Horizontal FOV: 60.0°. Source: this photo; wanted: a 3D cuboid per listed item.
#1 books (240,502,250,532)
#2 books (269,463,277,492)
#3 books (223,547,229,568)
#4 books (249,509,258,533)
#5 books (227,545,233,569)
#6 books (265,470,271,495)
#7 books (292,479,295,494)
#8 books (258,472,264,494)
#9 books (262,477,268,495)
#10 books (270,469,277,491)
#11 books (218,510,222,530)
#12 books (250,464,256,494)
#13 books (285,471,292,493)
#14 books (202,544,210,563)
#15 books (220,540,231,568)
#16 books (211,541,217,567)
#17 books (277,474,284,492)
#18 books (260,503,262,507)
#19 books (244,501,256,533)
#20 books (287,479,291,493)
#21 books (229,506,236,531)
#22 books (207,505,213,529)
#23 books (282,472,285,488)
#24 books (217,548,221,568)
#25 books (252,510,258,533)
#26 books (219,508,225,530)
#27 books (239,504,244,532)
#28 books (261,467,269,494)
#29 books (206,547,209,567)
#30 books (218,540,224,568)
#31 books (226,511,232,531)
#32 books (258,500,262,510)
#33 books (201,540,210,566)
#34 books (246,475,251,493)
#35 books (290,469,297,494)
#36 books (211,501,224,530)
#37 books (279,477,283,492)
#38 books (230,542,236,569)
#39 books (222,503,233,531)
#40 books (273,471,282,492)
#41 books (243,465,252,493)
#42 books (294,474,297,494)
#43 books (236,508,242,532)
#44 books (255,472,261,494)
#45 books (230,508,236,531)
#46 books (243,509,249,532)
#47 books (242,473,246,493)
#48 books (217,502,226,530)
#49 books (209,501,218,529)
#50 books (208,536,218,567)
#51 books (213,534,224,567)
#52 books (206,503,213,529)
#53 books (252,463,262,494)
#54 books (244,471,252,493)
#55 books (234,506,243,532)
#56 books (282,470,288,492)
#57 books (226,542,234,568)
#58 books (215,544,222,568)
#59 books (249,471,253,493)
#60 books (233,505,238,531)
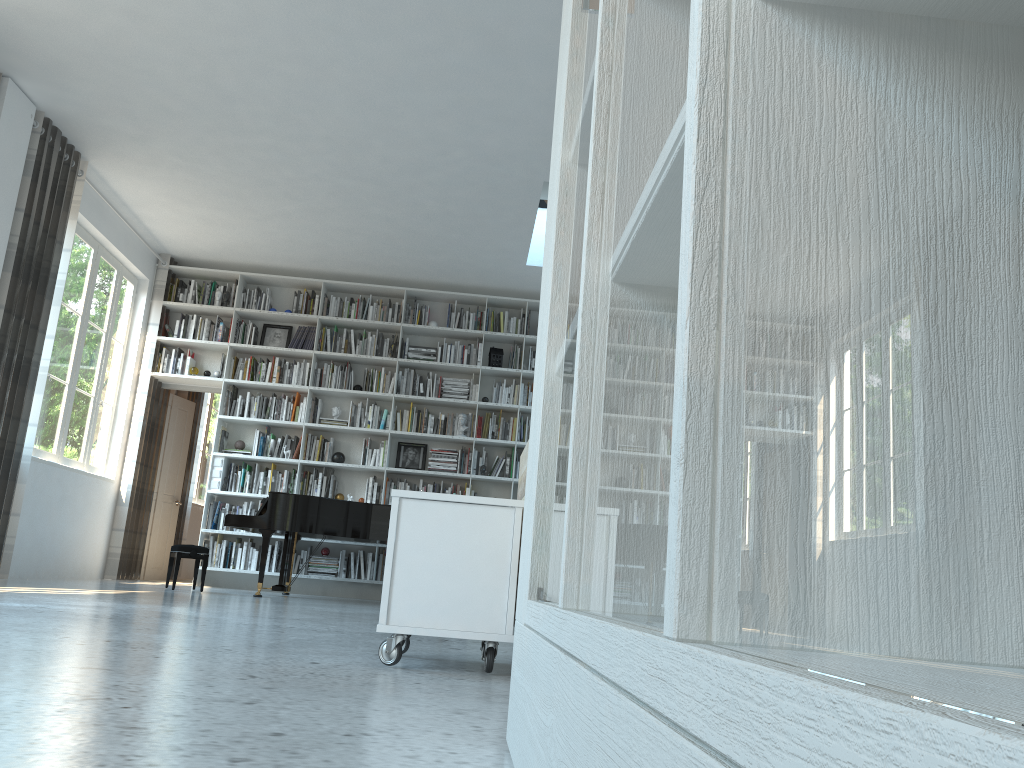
[{"bbox_3d":[-2.618,1.313,8.711,0.027,0.299,0.142,5,-12,-2],"label":"books"},{"bbox_3d":[-2.371,0.956,8.786,0.021,0.322,0.172,5,-12,-2],"label":"books"},{"bbox_3d":[-2.764,1.688,8.622,0.022,0.205,0.159,5,-12,-2],"label":"books"},{"bbox_3d":[-2.542,1.351,8.711,0.031,0.238,0.132,5,-12,-2],"label":"books"},{"bbox_3d":[-2.719,1.684,8.619,0.022,0.220,0.163,5,-12,-2],"label":"books"},{"bbox_3d":[-2.395,0.988,8.781,0.026,0.253,0.177,5,-12,-2],"label":"books"},{"bbox_3d":[-2.153,1.048,8.804,0.023,0.186,0.130,5,-12,-2],"label":"books"},{"bbox_3d":[-2.465,0.993,8.775,0.027,0.229,0.159,5,-12,-2],"label":"books"},{"bbox_3d":[-2.424,1.019,8.762,0.029,0.181,0.190,5,-12,-2],"label":"books"},{"bbox_3d":[-2.348,0.987,8.773,0.028,0.260,0.181,5,-12,-2],"label":"books"},{"bbox_3d":[-2.837,1.343,8.693,0.024,0.197,0.148,5,-12,-2],"label":"books"},{"bbox_3d":[-2.541,0.949,8.766,0.019,0.299,0.180,5,-12,-2],"label":"books"},{"bbox_3d":[-2.222,1.003,8.797,0.013,0.259,0.143,5,-12,-2],"label":"books"},{"bbox_3d":[-2.966,1.666,8.619,0.023,0.215,0.159,5,-12,-2],"label":"books"},{"bbox_3d":[-2.783,1.654,8.612,0.023,0.265,0.177,5,-12,-2],"label":"books"},{"bbox_3d":[-2.875,1.658,8.621,0.024,0.246,0.143,5,-12,-2],"label":"books"},{"bbox_3d":[-2.297,1.011,8.791,0.025,0.228,0.153,5,-12,-2],"label":"books"},{"bbox_3d":[-2.463,1.326,8.703,0.012,0.294,0.176,5,-12,-2],"label":"books"},{"bbox_3d":[-2.572,1.310,8.696,0.039,0.306,0.172,5,-12,-2],"label":"books"},{"bbox_3d":[-2.199,1.043,8.789,0.041,0.181,0.142,5,-12,-2],"label":"books"},{"bbox_3d":[-2.736,1.330,8.711,0.022,0.247,0.134,5,-12,-2],"label":"books"},{"bbox_3d":[-2.933,1.311,8.680,0.029,0.238,0.154,5,-12,-2],"label":"books"},{"bbox_3d":[-2.255,1.006,8.792,0.010,0.245,0.160,5,-12,-2],"label":"books"},{"bbox_3d":[-2.823,1.692,8.615,0.022,0.185,0.145,5,-12,-2],"label":"books"},{"bbox_3d":[-2.513,1.359,8.707,0.028,0.224,0.134,5,-12,-2],"label":"books"},{"bbox_3d":[-2.811,1.330,8.675,0.022,0.220,0.188,5,-12,-2],"label":"books"},{"bbox_3d":[-2.639,1.326,8.714,0.013,0.273,0.146,5,-12,-2],"label":"books"},{"bbox_3d":[-2.442,0.970,8.780,0.014,0.281,0.150,5,-12,-2],"label":"books"},{"bbox_3d":[-2.940,1.675,8.591,0.029,0.190,0.177,5,-12,-2],"label":"books"},{"bbox_3d":[-2.801,1.653,8.605,0.013,0.261,0.174,5,-12,-2],"label":"books"},{"bbox_3d":[-2.761,1.351,8.702,0.025,0.199,0.137,5,-12,-2],"label":"books"},{"bbox_3d":[-2.474,1.309,8.698,0.014,0.324,0.171,5,-12,-2],"label":"books"},{"bbox_3d":[-2.982,1.646,8.622,0.012,0.253,0.161,5,-12,-2],"label":"books"},{"bbox_3d":[-2.588,0.999,8.753,0.016,0.188,0.184,5,-12,-2],"label":"books"},{"bbox_3d":[-2.166,0.991,8.782,0.014,0.285,0.180,5,-12,-2],"label":"books"},{"bbox_3d":[-2.880,1.293,8.680,0.052,0.283,0.172,5,-12,-2],"label":"books"},{"bbox_3d":[-2.274,1.031,8.791,0.023,0.193,0.140,5,-12,-2],"label":"books"},{"bbox_3d":[-2.694,1.670,8.630,0.027,0.256,0.160,5,-12,-2],"label":"books"},{"bbox_3d":[-2.784,1.311,8.687,0.029,0.265,0.172,5,-12,-2],"label":"books"},{"bbox_3d":[-2.321,0.996,8.777,0.028,0.248,0.159,5,-12,-2],"label":"books"},{"bbox_3d":[-2.610,0.949,8.760,0.007,0.285,0.182,5,-12,-2],"label":"books"},{"bbox_3d":[-2.133,1.018,8.785,0.010,0.239,0.175,5,-12,-2],"label":"books"},{"bbox_3d":[-2.661,1.341,8.690,0.028,0.228,0.158,5,-12,-2],"label":"books"},{"bbox_3d":[-2.502,0.994,8.790,0.045,0.229,0.138,5,-12,-2],"label":"books"},{"bbox_3d":[-2.710,1.337,8.677,0.028,0.222,0.189,5,-12,-2],"label":"books"},{"bbox_3d":[-2.602,1.348,8.707,0.012,0.232,0.149,5,-12,-2],"label":"books"},{"bbox_3d":[-2.636,0.991,8.783,0.016,0.210,0.146,5,-12,-2],"label":"books"},{"bbox_3d":[-2.851,1.305,8.699,0.010,0.273,0.150,5,-12,-2],"label":"books"},{"bbox_3d":[-2.911,1.291,8.669,0.011,0.276,0.189,5,-12,-2],"label":"books"},{"bbox_3d":[-2.907,1.630,8.618,0.044,0.293,0.181,5,-12,-2],"label":"books"},{"bbox_3d":[-2.855,1.624,8.626,0.011,0.318,0.158,5,-12,-2],"label":"books"},{"bbox_3d":[-2.954,1.305,8.695,0.012,0.253,0.161,5,-12,-2],"label":"books"},{"bbox_3d":[-2.526,0.950,8.779,0.012,0.305,0.190,5,-12,-2],"label":"books"},{"bbox_3d":[-2.602,0.984,8.760,0.015,0.218,0.190,5,-12,-2],"label":"books"},{"bbox_3d":[-2.678,1.325,8.679,0.010,0.252,0.178,5,-12,-2],"label":"books"},{"bbox_3d":[-2.238,0.995,8.778,0.021,0.265,0.186,5,-12,-2],"label":"books"},{"bbox_3d":[-2.741,1.669,8.632,0.022,0.251,0.140,5,-12,-2],"label":"books"},{"bbox_3d":[-2.842,1.669,8.612,0.022,0.225,0.155,5,-12,-2],"label":"books"},{"bbox_3d":[-2.572,0.988,8.792,0.016,0.230,0.136,5,-12,-2],"label":"books"},{"bbox_3d":[-2.689,1.323,8.683,0.013,0.256,0.190,5,-12,-2],"label":"books"}]
